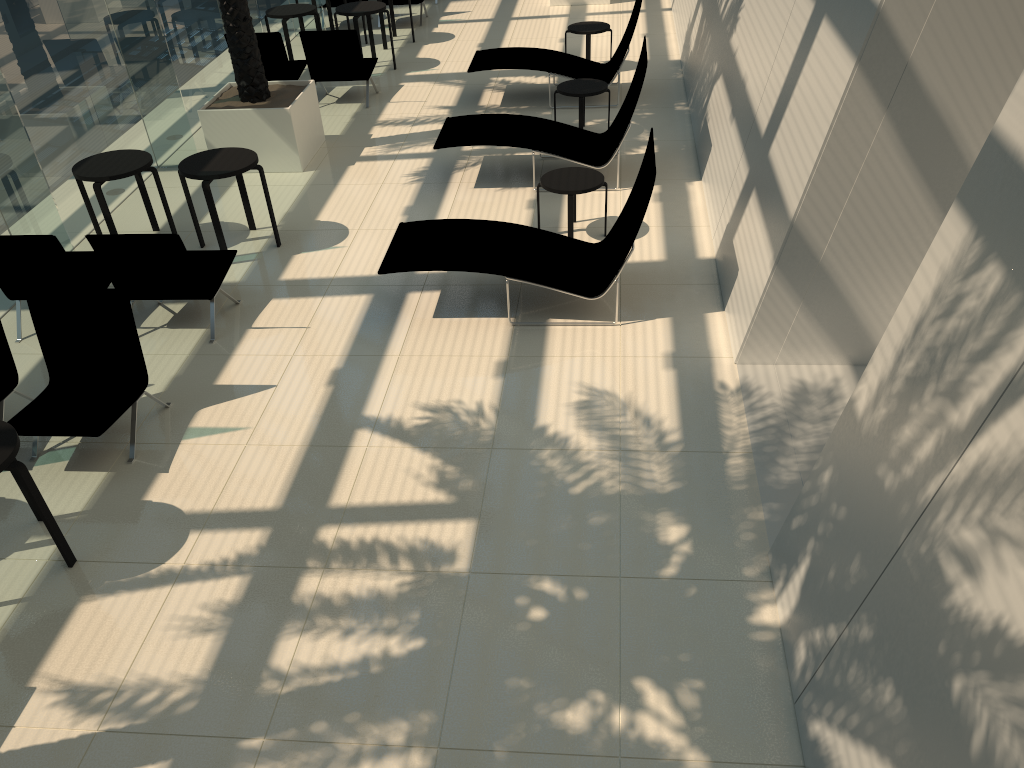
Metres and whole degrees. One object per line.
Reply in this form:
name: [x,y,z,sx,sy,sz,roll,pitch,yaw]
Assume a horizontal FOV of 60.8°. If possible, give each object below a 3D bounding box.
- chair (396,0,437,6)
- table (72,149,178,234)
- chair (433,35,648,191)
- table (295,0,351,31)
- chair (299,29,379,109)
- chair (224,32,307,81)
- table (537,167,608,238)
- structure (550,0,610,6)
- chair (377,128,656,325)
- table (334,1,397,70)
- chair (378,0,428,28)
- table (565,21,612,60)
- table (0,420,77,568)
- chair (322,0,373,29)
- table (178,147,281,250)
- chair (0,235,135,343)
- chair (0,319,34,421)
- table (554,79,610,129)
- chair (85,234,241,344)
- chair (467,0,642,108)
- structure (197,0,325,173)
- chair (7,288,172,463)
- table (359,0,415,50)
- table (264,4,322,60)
chair: [-1.629,-7.159,15.080,0.716,0.964,0.812,1,38,6]
table: [-3.499,-1.614,7.932,0.653,0.847,0.648,29,48,34]
chair: [0.275,-2.664,8.637,2.036,1.256,0.844,1,38,6]
table: [-2.839,-5.532,13.115,0.653,0.847,0.648,-31,45,-30]
chair: [-2.141,-4.077,11.003,0.716,0.964,0.812,1,38,6]
chair: [-3.069,-4.084,11.096,0.716,0.964,0.812,1,38,6]
table: [0.535,-1.561,7.732,0.532,0.562,0.528,-31,45,-30]
structure: [1.104,-9.486,12.505,4.147,7.472,4.393,25,46,31]
chair: [0.032,-1.199,6.700,2.036,1.256,0.844,1,38,6]
table: [-2.014,-4.735,11.973,0.653,0.847,0.648,29,48,34]
chair: [-1.799,-6.222,13.842,0.716,0.964,0.812,1,38,6]
table: [1.014,-4.445,11.548,0.532,0.562,0.528,28,48,34]
table: [-2.908,0.699,4.783,0.658,0.847,0.643,-27,44,-27]
chair: [-2.727,-6.230,13.935,0.716,0.964,0.812,1,38,6]
table: [-2.534,-1.606,7.835,0.653,0.847,0.648,29,48,34]
chair: [-3.591,-0.943,6.939,0.716,0.964,0.812,1,38,6]
chair: [-3.761,-0.006,5.701,0.716,0.964,0.812,1,38,6]
table: [0.779,-3.025,9.669,0.532,0.562,0.528,-31,45,-30]
chair: [-2.663,-0.935,6.846,0.716,0.964,0.812,1,38,6]
chair: [0.511,-4.084,10.516,2.036,1.256,0.844,1,38,6]
structure: [-2.922,-5.466,7.376,4.823,7.608,4.068,-3,38,1]
chair: [-2.833,0.002,5.607,0.716,0.964,0.812,1,38,6]
table: [-1.874,-5.525,13.018,0.653,0.847,0.648,-31,45,-30]
table: [-2.979,-4.742,12.070,0.653,0.847,0.648,29,48,34]
